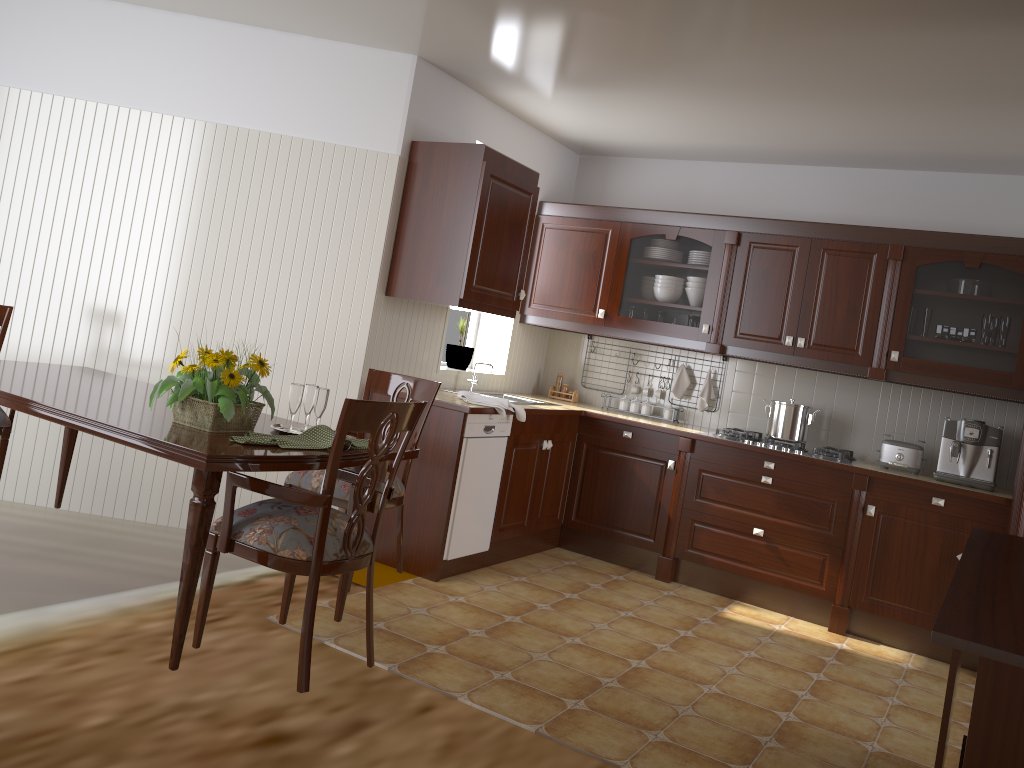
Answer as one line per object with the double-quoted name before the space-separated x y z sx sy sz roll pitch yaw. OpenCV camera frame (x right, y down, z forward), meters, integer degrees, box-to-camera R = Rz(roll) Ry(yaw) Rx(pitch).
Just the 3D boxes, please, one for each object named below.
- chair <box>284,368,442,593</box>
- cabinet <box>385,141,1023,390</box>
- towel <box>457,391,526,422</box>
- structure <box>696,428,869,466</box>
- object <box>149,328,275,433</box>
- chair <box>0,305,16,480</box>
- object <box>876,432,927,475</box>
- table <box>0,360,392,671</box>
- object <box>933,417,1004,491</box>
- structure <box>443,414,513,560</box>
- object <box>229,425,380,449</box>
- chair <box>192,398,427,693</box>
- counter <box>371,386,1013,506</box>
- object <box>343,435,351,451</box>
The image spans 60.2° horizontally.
"chair" -0.571 0.329 3.297 0.406 0.747 0.456 9 0 27
"cabinet" 0.963 -0.558 4.267 2.797 0.780 1.361 11 2 30
"towel" -0.098 0.112 4.341 0.343 0.097 0.330 9 3 -7
"structure" 1.473 0.325 4.799 0.820 0.046 0.587 11 3 30
"object" -0.863 -0.011 2.568 0.300 0.338 0.317 10 1 22
"chair" -2.145 0.058 3.405 0.402 0.747 0.462 10 -1 -38
"object" 1.996 0.351 4.529 0.244 0.189 0.140 10 0 31
"table" -1.269 0.326 2.838 1.687 0.559 0.731 11 2 30
"object" 2.261 0.337 4.371 0.276 0.322 0.321 10 1 30
"structure" -0.316 0.483 4.324 0.381 0.748 0.421 9 -1 30
"object" -0.570 0.149 2.555 0.167 0.056 0.525 12 4 43
"chair" -0.554 0.377 2.431 0.462 0.747 0.402 9 -1 30
"counter" 0.921 0.287 4.418 2.799 0.032 1.815 11 3 30
"object" -0.531 0.158 2.577 0.147 0.046 0.046 12 2 43
